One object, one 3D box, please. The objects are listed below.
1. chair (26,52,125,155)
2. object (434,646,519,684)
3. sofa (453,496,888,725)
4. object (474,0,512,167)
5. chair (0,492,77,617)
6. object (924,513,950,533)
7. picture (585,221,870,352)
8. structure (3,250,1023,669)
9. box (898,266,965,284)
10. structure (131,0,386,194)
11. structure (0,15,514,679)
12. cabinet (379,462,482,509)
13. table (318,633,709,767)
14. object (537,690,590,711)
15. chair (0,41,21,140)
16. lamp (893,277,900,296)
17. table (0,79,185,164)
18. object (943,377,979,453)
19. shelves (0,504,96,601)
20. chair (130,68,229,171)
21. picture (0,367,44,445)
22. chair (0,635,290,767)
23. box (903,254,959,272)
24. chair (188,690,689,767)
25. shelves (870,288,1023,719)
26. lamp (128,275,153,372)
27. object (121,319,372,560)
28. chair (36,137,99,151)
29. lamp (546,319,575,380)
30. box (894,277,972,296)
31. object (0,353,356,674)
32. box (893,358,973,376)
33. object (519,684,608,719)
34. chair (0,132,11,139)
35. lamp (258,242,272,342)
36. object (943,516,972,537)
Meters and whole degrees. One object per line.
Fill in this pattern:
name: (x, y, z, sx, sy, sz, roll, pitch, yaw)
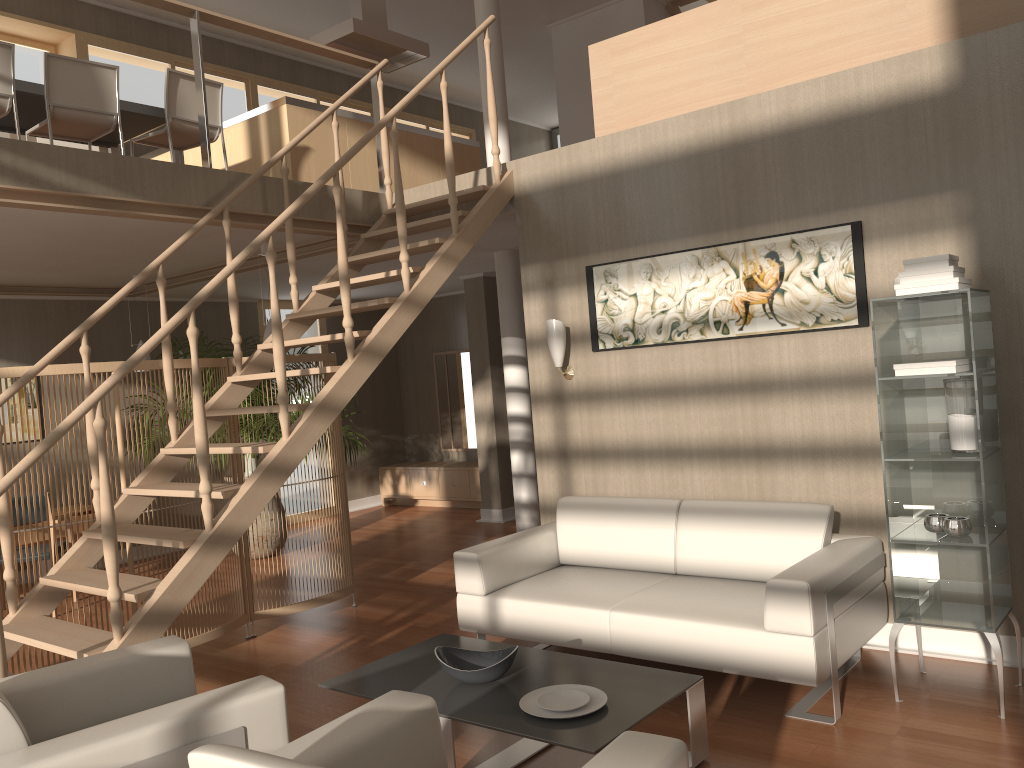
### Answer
chair: (-2.706, -1.533, 5.468, 0.496, 0.796, 0.430, -4, 1, 44)
object: (-0.127, 1.033, 3.268, 0.317, 0.125, 0.223, -4, 1, 10)
sofa: (0.689, 0.949, 4.131, 1.781, 0.740, 0.905, -4, 1, 39)
object: (-0.164, -2.561, 7.140, 0.200, 2.400, 0.200, -4, 1, 39)
chair: (-3.459, 1.198, 6.297, 0.582, 0.856, 0.509, -5, 1, -11)
object: (1.720, 0.563, 3.582, 0.103, 0.066, 0.103, -5, 1, -32)
picture: (1.037, -0.470, 4.579, 1.531, 0.487, 0.018, -4, 1, 39)
structure: (0.227, 0.062, 6.117, 8.342, 2.533, 10.775, -4, 1, 39)
box: (1.663, -0.427, 3.511, 0.200, 0.047, 0.200, -4, 1, 39)
structure: (-3.250, -1.544, 5.816, 3.475, 0.900, 3.300, -4, 1, 39)
structure: (-1.297, -0.319, 4.450, 1.000, 3.578, 3.150, -4, 1, 39)
cabinet: (-0.643, 1.127, 9.920, 1.911, 0.458, 0.500, -4, 1, 39)
table: (-0.020, 1.234, 3.258, 1.260, 0.293, 0.700, -4, 1, 39)
object: (0.172, 1.063, 2.960, 0.178, 0.020, 0.178, -5, 1, -12)
chair: (-3.096, -1.496, 4.989, 0.496, 0.796, 0.430, -4, 1, 39)
lamp: (1.768, -0.302, 3.928, 0.112, 0.353, 0.153, -4, 1, 39)
table: (-3.210, -1.467, 5.810, 0.900, 0.740, 1.800, -4, 1, 39)
object: (1.785, 0.124, 3.502, 0.129, 0.291, 0.129, -4, 1, 11)
shelves: (-3.940, 1.355, 6.779, 0.658, 0.590, 1.600, -4, 1, 39)
chair: (-2.207, -1.578, 5.852, 0.496, 0.796, 0.430, -4, 1, 34)
picture: (-4.400, 0.201, 7.000, 0.010, 0.633, 1.317, -4, 1, 39)
chair: (-1.261, 1.125, 2.605, 0.905, 0.740, 0.900, -5, 1, -41)
box: (1.659, -0.474, 3.510, 0.168, 0.047, 0.168, -4, 1, 39)
chair: (-0.202, 1.049, 1.852, 0.900, 0.740, 0.905, -4, 1, 34)
shelves: (1.728, 0.441, 3.540, 0.400, 1.600, 0.403, -4, 1, 39)
lamp: (-3.077, -0.501, 7.328, 0.139, 0.800, 0.139, -4, 1, 13)
object: (-2.319, 0.582, 7.790, 2.109, 2.304, 2.157, -4, 1, 27)
chair: (-3.177, -1.508, 6.530, 0.430, 0.796, 0.496, -5, 1, -41)
lamp: (0.276, -0.197, 5.125, 0.112, 0.353, 0.153, -4, 1, 39)
box: (1.668, -0.380, 3.509, 0.232, 0.047, 0.232, -4, 1, 39)
object: (-1.771, 0.636, 4.854, 0.233, 1.542, 2.229, -4, 1, 44)
box: (1.676, -0.067, 3.519, 0.232, 0.047, 0.232, -4, 1, 44)
object: (0.172, 1.065, 2.960, 0.294, 0.020, 0.294, -4, 1, 11)
chair: (-3.525, -1.475, 6.080, 0.496, 0.796, 0.430, -4, 1, 34)
lamp: (-1.709, -0.598, 6.230, 0.139, 0.800, 0.139, -5, 1, -16)
object: (1.751, 0.561, 3.489, 0.103, 0.066, 0.103, -5, 1, -32)
